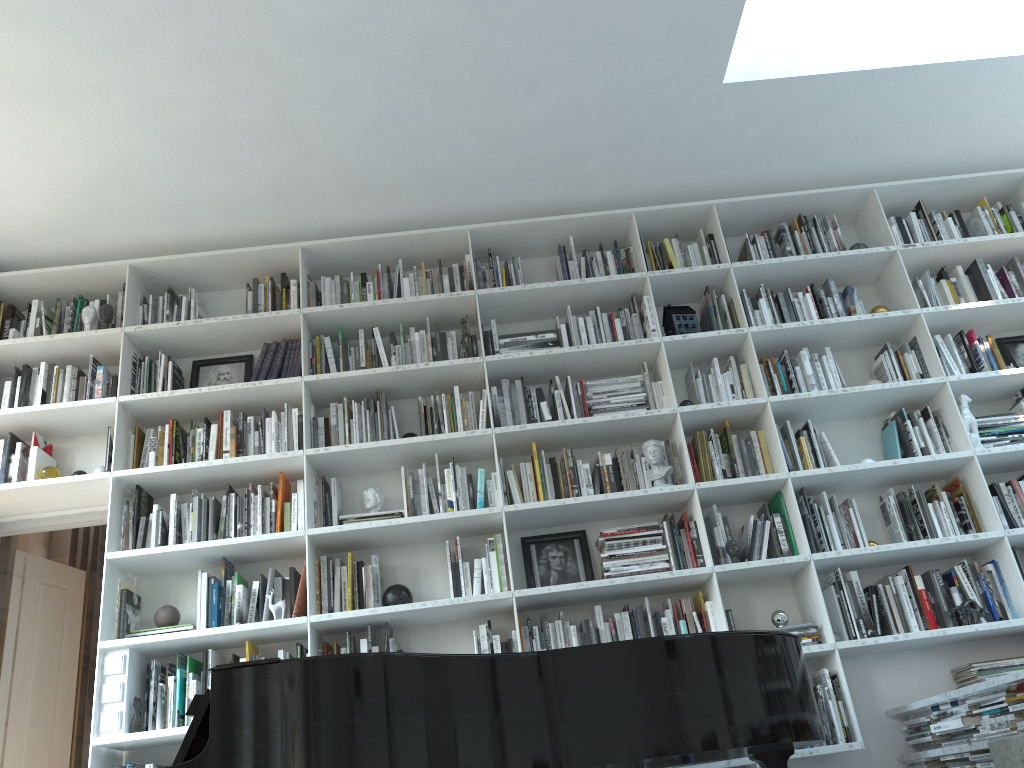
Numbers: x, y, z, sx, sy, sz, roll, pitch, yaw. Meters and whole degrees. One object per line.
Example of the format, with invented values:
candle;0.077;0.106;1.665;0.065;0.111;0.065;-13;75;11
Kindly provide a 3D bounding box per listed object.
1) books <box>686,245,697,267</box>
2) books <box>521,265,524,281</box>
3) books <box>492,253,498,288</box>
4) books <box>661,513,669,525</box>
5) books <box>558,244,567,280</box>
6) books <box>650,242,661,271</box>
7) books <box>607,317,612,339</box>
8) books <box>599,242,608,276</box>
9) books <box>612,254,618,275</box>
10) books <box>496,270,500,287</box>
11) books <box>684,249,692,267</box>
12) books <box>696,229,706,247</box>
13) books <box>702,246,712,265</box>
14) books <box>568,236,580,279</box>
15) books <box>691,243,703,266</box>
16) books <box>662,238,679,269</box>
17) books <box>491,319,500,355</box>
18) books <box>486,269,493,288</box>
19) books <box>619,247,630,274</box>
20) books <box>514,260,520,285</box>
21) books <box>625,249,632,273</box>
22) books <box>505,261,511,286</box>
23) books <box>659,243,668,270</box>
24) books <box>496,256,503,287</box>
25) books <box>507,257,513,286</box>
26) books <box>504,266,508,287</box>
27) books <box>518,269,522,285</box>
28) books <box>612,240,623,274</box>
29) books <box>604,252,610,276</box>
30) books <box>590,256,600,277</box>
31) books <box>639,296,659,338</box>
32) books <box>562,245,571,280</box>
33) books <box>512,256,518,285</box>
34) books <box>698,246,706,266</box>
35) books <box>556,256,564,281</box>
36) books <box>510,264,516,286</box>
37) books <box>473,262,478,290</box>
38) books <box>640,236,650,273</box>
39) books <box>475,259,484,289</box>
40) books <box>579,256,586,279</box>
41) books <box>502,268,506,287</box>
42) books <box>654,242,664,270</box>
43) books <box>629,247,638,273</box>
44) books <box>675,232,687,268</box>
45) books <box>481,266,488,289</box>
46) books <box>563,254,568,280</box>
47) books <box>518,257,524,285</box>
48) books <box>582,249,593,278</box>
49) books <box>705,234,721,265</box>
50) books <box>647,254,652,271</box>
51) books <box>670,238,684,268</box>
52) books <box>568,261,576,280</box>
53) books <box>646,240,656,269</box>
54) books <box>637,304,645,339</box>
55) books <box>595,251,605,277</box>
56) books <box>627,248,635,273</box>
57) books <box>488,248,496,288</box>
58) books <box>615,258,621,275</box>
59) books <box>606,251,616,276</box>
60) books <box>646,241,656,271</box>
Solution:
books;0.919;-0.579;4.564;0.024;0.201;0.181;-6;-26;-3
books;0.059;-0.486;4.553;0.004;0.234;0.138;-6;-26;-3
books;-0.082;-0.503;4.546;0.010;0.295;0.154;-6;-26;-3
books;0.710;0.741;3.961;0.011;0.297;0.131;-6;-26;-3
books;0.262;-0.546;4.552;0.014;0.291;0.177;-6;-26;-3
books;0.742;-0.584;4.573;0.034;0.259;0.158;-6;-26;-3
books;0.481;-0.206;4.409;0.011;0.238;0.140;-6;-26;-3
books;0.469;-0.563;4.550;0.010;0.269;0.181;-6;-26;-3
books;0.525;-0.536;4.579;0.026;0.232;0.137;-6;-26;-3
books;-0.066;-0.459;4.538;0.011;0.204;0.146;-6;-26;-3
books;0.898;-0.567;4.557;0.022;0.179;0.173;-6;-26;-3
books;1.007;-0.635;4.620;0.012;0.328;0.129;-6;-26;-3
books;0.998;-0.580;4.575;0.022;0.193;0.182;-6;-26;-3
books;0.323;-0.571;4.562;0.010;0.330;0.187;-6;-26;-3
books;0.946;-0.589;4.565;0.031;0.212;0.170;-6;-26;-3
books;0.816;-0.592;4.569;0.054;0.253;0.191;-6;-26;-3
books;-0.077;-0.161;4.355;0.021;0.248;0.192;-6;-26;-3
books;-0.108;-0.458;4.516;0.026;0.193;0.167;-6;-26;-3
books;0.577;-0.555;4.565;0.028;0.242;0.162;-6;-26;-3
books;0.030;-0.490;4.552;0.013;0.248;0.149;-6;-26;-3
books;0.598;-0.553;4.575;0.014;0.243;0.146;-6;-26;-3
books;-0.016;-0.487;4.544;0.014;0.247;0.140;-6;-26;-3
books;0.776;-0.580;4.560;0.015;0.232;0.172;-6;-26;-3
books;-0.059;-0.498;4.528;0.011;0.263;0.164;-6;-26;-3
books;-0.004;-0.498;4.542;0.013;0.263;0.147;-6;-26;-3
books;-0.025;-0.473;4.552;0.006;0.232;0.136;-6;-26;-3
books;0.045;-0.468;4.530;0.010;0.186;0.153;-6;-26;-3
books;0.553;-0.578;4.585;0.012;0.306;0.138;-6;-26;-3
books;0.484;-0.536;4.549;0.012;0.216;0.180;-6;-26;-3
books;0.429;-0.523;4.542;0.033;0.202;0.167;-6;-26;-3
books;0.667;-0.260;4.349;0.037;0.236;0.273;-6;-26;-3
books;0.284;-0.546;4.561;0.011;0.294;0.158;-6;-26;-3
books;0.021;-0.500;4.536;0.005;0.254;0.169;-6;-26;-3
books;0.974;-0.579;4.582;0.025;0.202;0.163;-6;-26;-3
books;0.252;-0.516;4.557;0.012;0.244;0.152;-6;-26;-3
books;0.012;-0.482;4.529;0.016;0.218;0.144;-6;-26;-3
books;-0.179;-0.471;4.537;0.012;0.253;0.161;-6;-26;-3
books;0.684;-0.593;4.579;0.007;0.296;0.182;-6;-26;-3
books;-0.160;-0.482;4.520;0.026;0.252;0.186;-6;-26;-3
books;0.360;-0.519;4.542;0.050;0.210;0.173;-6;-26;-3
books;-0.038;-0.464;4.525;0.023;0.194;0.173;-6;-26;-3
books;0.763;-0.583;4.581;0.008;0.261;0.143;-6;-26;-3
books;0.628;-0.563;4.578;0.022;0.256;0.137;-6;-26;-3
books;0.874;-0.616;4.585;0.010;0.296;0.168;-6;-26;-3
books;-0.134;-0.465;4.533;0.023;0.226;0.157;-6;-26;-3
books;0.275;-0.528;4.562;0.011;0.265;0.130;-6;-26;-3
books;0.051;-0.503;4.539;0.011;0.255;0.144;-6;-26;-3
books;0.395;-0.541;4.572;0.028;0.268;0.141;-6;-26;-3
books;1.032;-0.618;4.575;0.029;0.252;0.187;-6;-26;-3
books;0.702;-0.545;4.563;0.015;0.192;0.161;-6;-26;-3
books;0.856;-0.596;4.594;0.030;0.273;0.152;-6;-26;-3
books;0.310;-0.504;4.554;0.031;0.207;0.147;-6;-26;-3
books;0.721;-0.585;4.584;0.007;0.278;0.151;-6;-26;-3
books;0.640;-0.249;4.435;0.010;0.298;0.134;-6;-26;-3
books;0.455;-0.539;4.555;0.023;0.235;0.154;-6;-26;-3
books;0.612;-0.556;4.567;0.014;0.237;0.154;-6;-26;-3
books;-0.097;-0.519;4.560;0.014;0.339;0.145;-6;-26;-3
books;0.547;-0.528;4.568;0.014;0.203;0.135;-6;-26;-3
books;0.502;-0.539;4.531;0.023;0.201;0.194;-6;-26;-3
books;0.710;-0.578;4.551;0.007;0.238;0.192;-6;-26;-3
